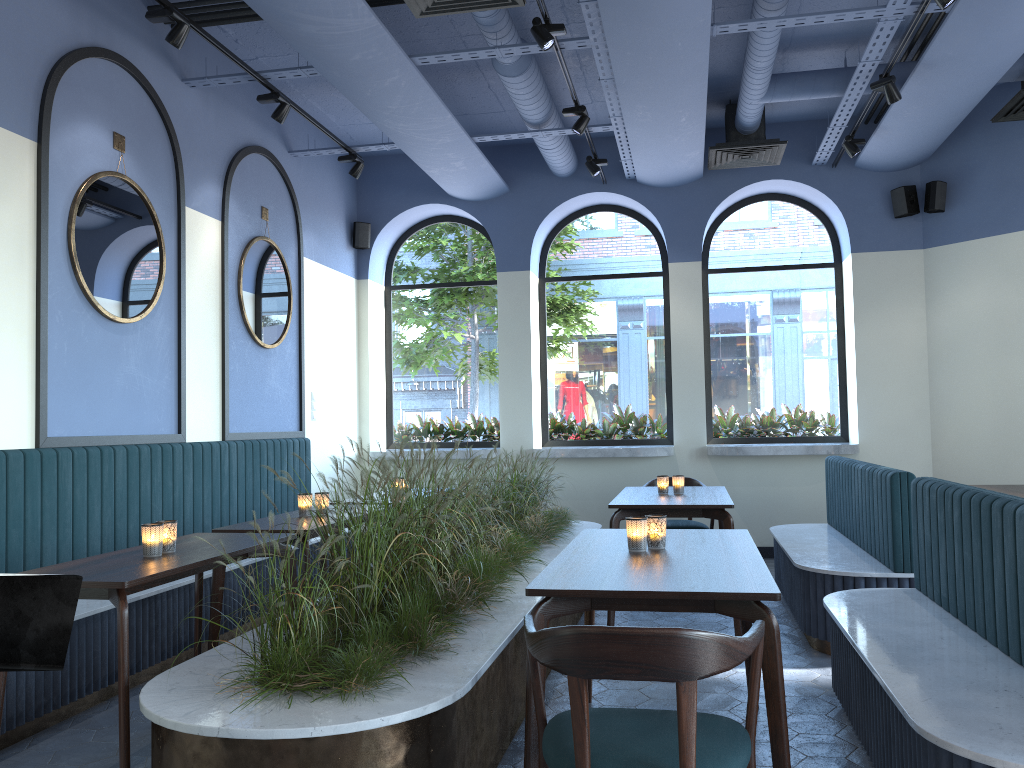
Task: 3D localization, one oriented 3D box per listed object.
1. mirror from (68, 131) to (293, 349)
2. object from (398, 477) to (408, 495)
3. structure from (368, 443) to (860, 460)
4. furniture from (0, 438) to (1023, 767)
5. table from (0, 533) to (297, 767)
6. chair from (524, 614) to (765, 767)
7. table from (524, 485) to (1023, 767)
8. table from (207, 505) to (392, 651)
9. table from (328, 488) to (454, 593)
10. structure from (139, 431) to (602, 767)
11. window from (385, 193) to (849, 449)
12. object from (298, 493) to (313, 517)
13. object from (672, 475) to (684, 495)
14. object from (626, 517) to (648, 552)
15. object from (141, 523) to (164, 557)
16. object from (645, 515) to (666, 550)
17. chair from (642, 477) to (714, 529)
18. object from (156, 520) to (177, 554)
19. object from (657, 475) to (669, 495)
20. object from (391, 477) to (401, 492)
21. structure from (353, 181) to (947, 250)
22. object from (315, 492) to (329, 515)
[{"bbox_3d":[-2.226,-0.890,5.093,0.026,1.089,4.357,-2,-3,11],"label":"mirror"},{"bbox_3d":[-0.744,0.702,6.073,0.078,0.120,0.078,-1,-3,-6],"label":"object"},{"bbox_3d":[3.564,0.360,3.657,4.315,0.080,14.155,0,-3,-28],"label":"structure"},{"bbox_3d":[0.095,0.854,4.550,4.703,1.150,4.800,-2,-3,11],"label":"furniture"},{"bbox_3d":[-1.315,1.025,3.392,0.548,0.755,1.285,-2,-3,11],"label":"table"},{"bbox_3d":[0.304,0.915,2.086,0.618,0.793,0.525,-2,-3,11],"label":"chair"},{"bbox_3d":[2.088,0.879,1.687,3.997,0.755,9.778,-1,-3,-5],"label":"table"},{"bbox_3d":[-1.044,1.083,4.742,0.548,0.755,1.332,-2,-3,11],"label":"table"},{"bbox_3d":[-0.768,1.142,6.113,0.548,0.755,1.332,-2,-3,11],"label":"table"},{"bbox_3d":[-0.239,0.835,4.618,1.143,1.207,4.878,-2,-3,13],"label":"structure"},{"bbox_3d":[3.727,-0.864,3.833,3.897,2.394,14.212,0,-3,-28],"label":"window"},{"bbox_3d":[-1.105,0.647,4.737,0.078,0.120,0.078,-1,-3,-6],"label":"object"},{"bbox_3d":[1.074,0.650,5.721,0.078,0.120,0.078,-3,-3,28],"label":"object"},{"bbox_3d":[0.452,0.545,3.209,0.078,0.120,0.078,-1,-3,-6],"label":"object"},{"bbox_3d":[-1.346,0.585,3.320,0.078,0.120,0.078,-3,-3,28],"label":"object"},{"bbox_3d":[0.531,0.546,3.267,0.078,0.120,0.078,-1,-3,-6],"label":"object"},{"bbox_3d":[1.223,1.112,6.664,0.618,0.793,0.525,-2,-3,11],"label":"chair"},{"bbox_3d":[-1.331,0.589,3.417,0.078,0.120,0.078,-3,-3,28],"label":"object"},{"bbox_3d":[0.977,0.653,5.735,0.078,0.120,0.078,-3,-3,28],"label":"object"},{"bbox_3d":[-0.802,0.707,6.152,0.078,0.120,0.078,-1,-3,-6],"label":"object"},{"bbox_3d":[0.544,-1.774,2.337,7.261,0.268,13.143,-1,-3,-5],"label":"structure"},{"bbox_3d":[-1.026,0.648,4.795,0.078,0.120,0.078,-1,-3,-6],"label":"object"}]
